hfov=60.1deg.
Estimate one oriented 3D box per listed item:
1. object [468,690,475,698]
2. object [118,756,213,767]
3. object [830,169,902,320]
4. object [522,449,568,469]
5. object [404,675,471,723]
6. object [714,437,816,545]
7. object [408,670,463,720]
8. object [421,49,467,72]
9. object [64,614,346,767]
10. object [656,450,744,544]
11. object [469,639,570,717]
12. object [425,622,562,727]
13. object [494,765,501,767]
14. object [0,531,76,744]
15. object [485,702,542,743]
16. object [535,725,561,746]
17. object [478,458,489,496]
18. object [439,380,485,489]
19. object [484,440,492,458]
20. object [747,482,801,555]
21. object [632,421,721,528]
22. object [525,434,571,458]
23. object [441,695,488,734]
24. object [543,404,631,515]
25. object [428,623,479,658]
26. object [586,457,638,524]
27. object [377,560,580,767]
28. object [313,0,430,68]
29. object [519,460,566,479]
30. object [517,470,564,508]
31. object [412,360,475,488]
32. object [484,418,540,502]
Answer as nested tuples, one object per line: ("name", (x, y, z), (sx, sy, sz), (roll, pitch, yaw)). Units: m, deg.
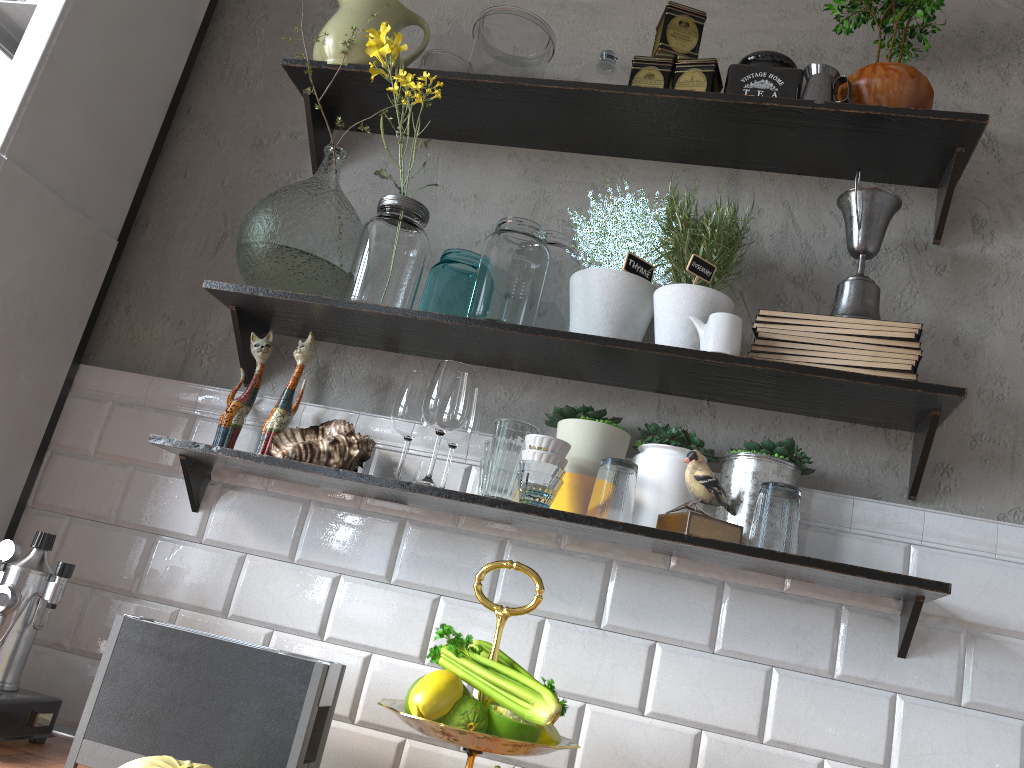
("object", (-0.076, 0.473, 1.317), (0.057, 0.054, 0.061), (0, -20, 38))
("object", (-0.417, 0.514, 1.097), (0.195, 0.083, 0.190), (9, -16, 14))
("object", (0.617, -0.217, 1.561), (0.131, 0.288, 0.130), (13, -16, -1))
("object", (0.048, 0.141, 1.434), (0.076, 0.051, 0.078), (3, -19, 31))
("object", (-0.103, 0.451, 1.250), (0.096, 0.078, 0.101), (13, -16, 1))
("object", (0.427, 0.199, 1.504), (0.157, 0.214, 0.154), (10, -16, 11))
("object", (-0.100, 0.415, 1.181), (0.058, 0.069, 0.080), (2, -19, 32))
("object", (-0.147, -0.615, 1.827), (0.102, 0.111, 0.104), (9, -16, 13))
("object", (-0.454, 0.497, 1.327), (0.348, 0.227, 0.088), (9, -17, 13))
("object", (0.314, 0.186, 1.424), (0.120, 0.147, 0.099), (18, -17, -18))
("object", (0.016, 0.433, 1.275), (0.177, 0.096, 0.089), (2, -19, 32))
("object", (-0.022, 0.398, 1.220), (0.208, 0.101, 0.068), (7, -17, 19))
("object", (-0.037, 0.590, 1.256), (0.085, 0.093, 0.087), (10, -16, 10))
("object", (-0.828, 0.344, 1.349), (0.204, 0.371, 0.355), (9, -17, 14))
("object", (-0.003, 0.468, 1.199), (0.076, 0.062, 0.099), (16, -16, -12))
("object", (0.043, 0.481, 1.219), (0.051, 0.050, 0.050), (6, -17, 22))
("object", (-0.027, 0.181, 1.561), (0.076, 0.084, 0.079), (3, -19, 30))
("object", (-0.103, 0.099, 1.582), (0.082, 0.217, 0.081), (13, -16, 0))
("object", (-0.020, 0.150, 1.570), (0.076, 0.084, 0.079), (3, -19, 30))
("object", (0.411, 0.212, 1.379), (0.077, 0.108, 0.078), (11, -16, 7))
("object", (0.268, 0.171, 1.532), (0.170, 0.215, 0.150), (-2, -22, 42))
("object", (0.054, 0.117, 1.441), (0.077, 0.051, 0.077), (13, -16, 0))
("object", (-0.063, 0.447, 1.180), (0.063, 0.061, 0.067), (9, -16, 13))
("object", (0.118, 0.140, 1.558), (0.157, 0.217, 0.155), (15, -16, -6))
("object", (-0.080, 0.370, 1.245), (0.073, 0.058, 0.050), (15, -16, -9))
("object", (0.168, 0.181, 1.459), (0.077, 0.108, 0.078), (11, -16, 7))
("object", (-0.043, 0.457, 1.232), (0.352, 0.427, 0.350), (13, -16, -1))
("object", (-0.299, -0.707, 1.822), (0.187, 0.217, 0.175), (5, -18, 27))
("object", (0.044, 0.157, 1.429), (0.077, 0.051, 0.077), (11, -16, 7))
("object", (0.041, 0.174, 1.425), (0.077, 0.051, 0.077), (11, -16, 7))
("object", (-0.119, 0.071, 1.497), (0.082, 0.217, 0.081), (13, -16, 0))
("object", (-0.006, 0.136, 1.492), (0.079, 0.140, 0.078), (17, -17, -13))
